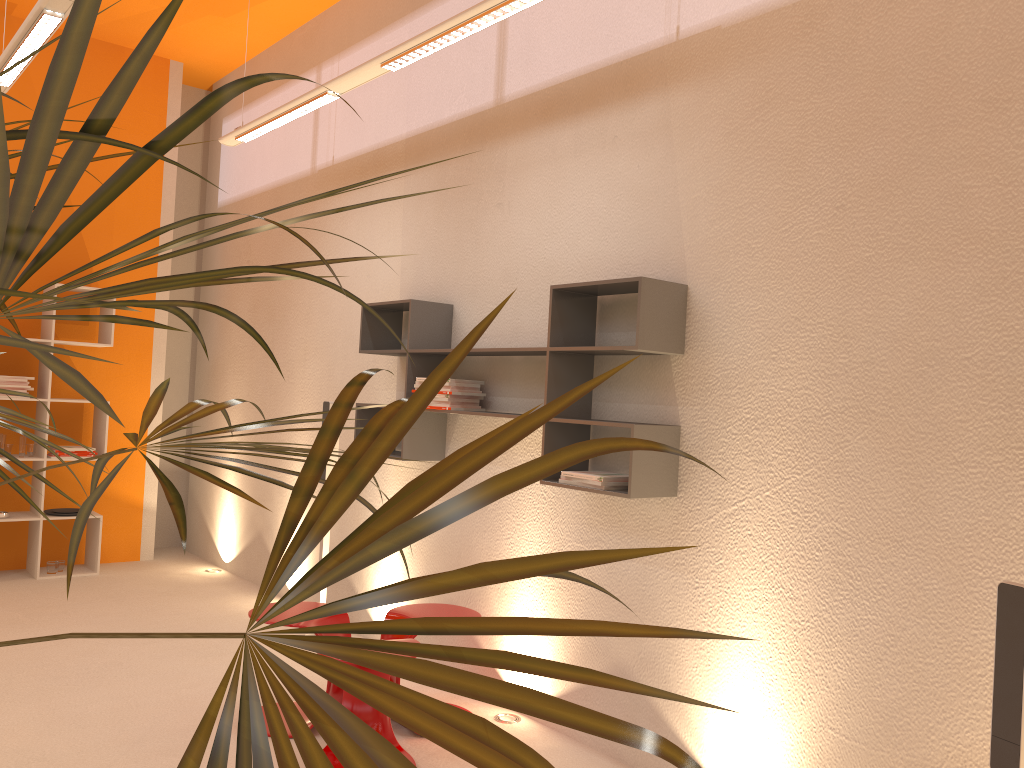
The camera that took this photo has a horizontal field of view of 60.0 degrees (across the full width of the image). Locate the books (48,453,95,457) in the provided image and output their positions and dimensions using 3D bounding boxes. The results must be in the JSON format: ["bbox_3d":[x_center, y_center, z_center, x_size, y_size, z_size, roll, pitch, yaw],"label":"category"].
[{"bbox_3d":[-3.061,0.491,6.172,0.268,0.011,0.190,4,-1,-38],"label":"books"}]

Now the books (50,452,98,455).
[{"bbox_3d":[-3.053,0.479,6.179,0.254,0.015,0.190,4,-1,-43],"label":"books"}]

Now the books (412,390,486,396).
[{"bbox_3d":[-0.300,0.043,4.197,0.210,0.013,0.297,4,-1,-44],"label":"books"}]

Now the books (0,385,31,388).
[{"bbox_3d":[-3.381,0.011,5.957,0.210,0.013,0.296,4,-1,-39],"label":"books"}]

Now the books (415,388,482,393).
[{"bbox_3d":[-0.301,0.031,4.200,0.190,0.011,0.268,4,-1,-43],"label":"books"}]

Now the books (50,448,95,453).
[{"bbox_3d":[-3.060,0.463,6.177,0.254,0.015,0.190,4,-1,-38],"label":"books"}]

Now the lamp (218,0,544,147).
[{"bbox_3d":[-0.671,-1.910,4.091,0.120,1.052,3.195,4,-1,-39],"label":"lamp"}]

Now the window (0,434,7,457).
[{"bbox_3d":[-2.735,1.019,2.636,0.908,1.393,6.719,3,-1,-20],"label":"window"}]

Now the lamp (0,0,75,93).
[{"bbox_3d":[-1.624,-1.974,3.317,0.120,1.052,3.195,4,-1,-39],"label":"lamp"}]

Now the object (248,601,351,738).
[{"bbox_3d":[-0.893,1.177,3.695,0.420,0.450,0.391,3,-1,21],"label":"object"}]

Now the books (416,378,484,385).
[{"bbox_3d":[-0.292,-0.013,4.206,0.227,0.017,0.230,2,-1,41],"label":"books"}]

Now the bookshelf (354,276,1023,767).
[{"bbox_3d":[0.282,0.687,3.442,0.322,2.145,3.370,4,-1,-37],"label":"bookshelf"}]

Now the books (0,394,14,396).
[{"bbox_3d":[-3.387,0.070,5.960,0.190,0.011,0.268,4,-1,-38],"label":"books"}]

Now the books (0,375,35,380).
[{"bbox_3d":[-3.373,-0.045,5.966,0.230,0.017,0.227,4,-1,-44],"label":"books"}]

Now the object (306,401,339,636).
[{"bbox_3d":[-1.056,0.755,4.972,0.116,1.317,0.111,4,-1,-43],"label":"object"}]

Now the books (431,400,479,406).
[{"bbox_3d":[-0.312,0.088,4.205,0.254,0.015,0.190,2,-1,42],"label":"books"}]

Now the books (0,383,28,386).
[{"bbox_3d":[-3.383,-0.001,5.961,0.190,0.011,0.268,4,-1,-38],"label":"books"}]

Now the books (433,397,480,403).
[{"bbox_3d":[-0.308,0.073,4.198,0.190,0.015,0.254,4,-1,-43],"label":"books"}]

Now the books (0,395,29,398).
[{"bbox_3d":[-3.385,0.082,5.956,0.210,0.013,0.296,4,-1,-39],"label":"books"}]

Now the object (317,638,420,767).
[{"bbox_3d":[-0.538,1.189,3.275,0.391,0.450,0.420,3,-1,-9],"label":"object"}]

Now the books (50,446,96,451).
[{"bbox_3d":[-3.054,0.447,6.165,0.227,0.017,0.230,4,-1,-44],"label":"books"}]

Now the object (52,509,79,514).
[{"bbox_3d":[-3.116,0.895,6.201,0.178,0.020,0.178,3,-1,-22],"label":"object"}]

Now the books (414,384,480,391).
[{"bbox_3d":[-0.309,0.017,4.206,0.254,0.015,0.190,2,-1,42],"label":"books"}]

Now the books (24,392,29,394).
[{"bbox_3d":[-3.393,0.057,5.967,0.190,0.015,0.254,4,-1,-43],"label":"books"}]

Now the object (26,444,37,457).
[{"bbox_3d":[-0.393,2.278,3.618,7.694,3.502,0.190,2,-1,40],"label":"object"}]

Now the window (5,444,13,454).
[{"bbox_3d":[-3.929,2.624,4.683,2.294,4.526,1.860,4,-1,-39],"label":"window"}]

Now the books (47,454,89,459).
[{"bbox_3d":[-3.065,0.503,6.170,0.296,0.013,0.210,4,-1,-39],"label":"books"}]

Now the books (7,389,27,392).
[{"bbox_3d":[-3.390,0.042,5.959,0.190,0.015,0.254,4,-1,-38],"label":"books"}]

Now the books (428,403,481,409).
[{"bbox_3d":[-0.305,0.102,4.199,0.190,0.011,0.268,4,-1,-43],"label":"books"}]

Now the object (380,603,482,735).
[{"bbox_3d":[-0.352,1.207,3.782,0.420,0.450,0.391,4,-1,-39],"label":"object"}]

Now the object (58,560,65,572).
[{"bbox_3d":[1.389,2.749,1.500,0.102,2.685,13.193,4,-1,-45],"label":"object"}]

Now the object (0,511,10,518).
[{"bbox_3d":[-3.401,0.870,5.893,0.105,0.035,0.106,3,-1,5],"label":"object"}]

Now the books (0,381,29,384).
[{"bbox_3d":[-3.389,-0.015,5.968,0.190,0.015,0.254,4,-1,-43],"label":"books"}]

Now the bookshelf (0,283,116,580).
[{"bbox_3d":[-2.255,1.663,5.778,3.516,4.600,1.107,3,-1,9],"label":"bookshelf"}]

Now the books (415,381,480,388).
[{"bbox_3d":[-0.304,0.002,4.199,0.190,0.015,0.254,4,-1,-43],"label":"books"}]

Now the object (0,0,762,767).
[{"bbox_3d":[-1.562,0.475,1.255,3.098,2.600,3.241,4,-1,-31],"label":"object"}]

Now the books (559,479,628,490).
[{"bbox_3d":[0.335,0.384,3.411,0.190,0.015,0.254,4,-1,-38],"label":"books"}]

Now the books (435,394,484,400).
[{"bbox_3d":[-0.296,0.058,4.205,0.227,0.017,0.230,2,-1,41],"label":"books"}]

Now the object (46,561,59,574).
[{"bbox_3d":[0.548,2.716,2.507,10.507,2.692,0.129,2,-1,44],"label":"object"}]

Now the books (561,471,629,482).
[{"bbox_3d":[0.351,0.354,3.408,0.230,0.017,0.227,4,-1,-39],"label":"books"}]

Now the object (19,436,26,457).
[{"bbox_3d":[-2.459,2.646,2.366,0.870,4.604,7.392,3,-1,-9],"label":"object"}]

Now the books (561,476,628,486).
[{"bbox_3d":[0.338,0.369,3.404,0.190,0.015,0.254,4,-1,-33],"label":"books"}]

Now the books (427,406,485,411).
[{"bbox_3d":[-0.304,0.114,4.195,0.210,0.013,0.297,4,-1,-44],"label":"books"}]

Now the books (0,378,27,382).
[{"bbox_3d":[-3.386,-0.030,5.961,0.190,0.015,0.254,4,-1,-38],"label":"books"}]

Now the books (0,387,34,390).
[{"bbox_3d":[-3.377,0.026,5.965,0.230,0.017,0.227,4,-1,-44],"label":"books"}]

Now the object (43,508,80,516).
[{"bbox_3d":[-3.111,0.898,6.200,0.294,0.020,0.294,3,-1,0],"label":"object"}]
